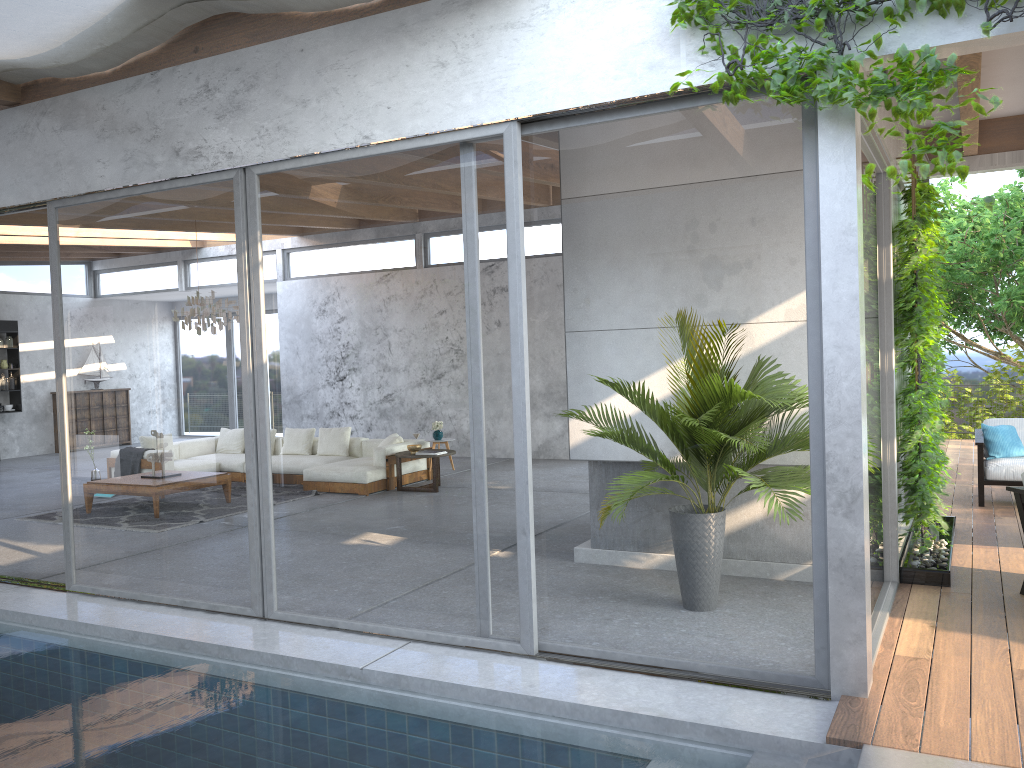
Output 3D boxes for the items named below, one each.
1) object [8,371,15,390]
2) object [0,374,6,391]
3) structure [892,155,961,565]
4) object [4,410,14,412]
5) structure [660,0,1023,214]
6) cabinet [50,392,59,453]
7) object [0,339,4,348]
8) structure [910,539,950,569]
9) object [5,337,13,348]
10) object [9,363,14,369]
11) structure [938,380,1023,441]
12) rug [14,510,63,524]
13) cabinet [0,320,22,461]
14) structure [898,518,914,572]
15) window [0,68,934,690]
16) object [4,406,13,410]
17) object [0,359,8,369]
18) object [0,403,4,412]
[{"bbox_3d":[-9.045,-0.065,16.025,0.109,0.349,0.109,-1,2,28],"label":"object"},{"bbox_3d":[-9.126,-0.034,15.905,0.086,0.301,0.086,-2,2,-15],"label":"object"},{"bbox_3d":[2.890,-0.160,6.274,0.500,2.669,1.851,-1,2,28],"label":"structure"},{"bbox_3d":[-9.113,0.488,16.045,0.214,0.024,0.214,-1,2,15],"label":"object"},{"bbox_3d":[1.369,-1.651,3.403,1.822,2.054,0.918,-1,2,25],"label":"structure"},{"bbox_3d":[-8.333,0.706,17.615,0.348,1.172,1.624,-1,2,28],"label":"cabinet"},{"bbox_3d":[-9.192,-0.726,15.905,0.126,0.172,0.126,-1,2,22],"label":"object"},{"bbox_3d":[2.811,1.143,5.961,0.231,0.044,0.928,-1,2,28],"label":"structure"},{"bbox_3d":[-9.056,-0.750,15.973,0.125,0.206,0.125,-2,2,-4],"label":"object"},{"bbox_3d":[-9.046,-0.326,16.040,0.074,0.096,0.093,-1,2,28],"label":"object"},{"bbox_3d":[5.310,0.757,9.444,15.587,3.022,31.708,-3,2,-22],"label":"structure"},{"bbox_3d":[-3.562,1.321,10.263,2.187,0.056,3.186,-1,2,28],"label":"rug"},{"bbox_3d":[-10.272,0.230,13.472,0.709,2.502,5.901,-1,2,26],"label":"cabinet"},{"bbox_3d":[1.899,0.979,6.985,2.203,0.595,2.012,-1,2,28],"label":"structure"},{"bbox_3d":[-4.141,-0.490,9.957,23.280,3.764,14.294,-1,2,28],"label":"window"},{"bbox_3d":[-9.114,0.440,16.044,0.162,0.085,0.162,-3,2,-21],"label":"object"},{"bbox_3d":[-9.153,-0.357,15.964,0.136,0.170,0.149,-2,2,14],"label":"object"},{"bbox_3d":[-9.175,0.425,15.839,0.134,0.164,0.134,-1,2,18],"label":"object"}]
